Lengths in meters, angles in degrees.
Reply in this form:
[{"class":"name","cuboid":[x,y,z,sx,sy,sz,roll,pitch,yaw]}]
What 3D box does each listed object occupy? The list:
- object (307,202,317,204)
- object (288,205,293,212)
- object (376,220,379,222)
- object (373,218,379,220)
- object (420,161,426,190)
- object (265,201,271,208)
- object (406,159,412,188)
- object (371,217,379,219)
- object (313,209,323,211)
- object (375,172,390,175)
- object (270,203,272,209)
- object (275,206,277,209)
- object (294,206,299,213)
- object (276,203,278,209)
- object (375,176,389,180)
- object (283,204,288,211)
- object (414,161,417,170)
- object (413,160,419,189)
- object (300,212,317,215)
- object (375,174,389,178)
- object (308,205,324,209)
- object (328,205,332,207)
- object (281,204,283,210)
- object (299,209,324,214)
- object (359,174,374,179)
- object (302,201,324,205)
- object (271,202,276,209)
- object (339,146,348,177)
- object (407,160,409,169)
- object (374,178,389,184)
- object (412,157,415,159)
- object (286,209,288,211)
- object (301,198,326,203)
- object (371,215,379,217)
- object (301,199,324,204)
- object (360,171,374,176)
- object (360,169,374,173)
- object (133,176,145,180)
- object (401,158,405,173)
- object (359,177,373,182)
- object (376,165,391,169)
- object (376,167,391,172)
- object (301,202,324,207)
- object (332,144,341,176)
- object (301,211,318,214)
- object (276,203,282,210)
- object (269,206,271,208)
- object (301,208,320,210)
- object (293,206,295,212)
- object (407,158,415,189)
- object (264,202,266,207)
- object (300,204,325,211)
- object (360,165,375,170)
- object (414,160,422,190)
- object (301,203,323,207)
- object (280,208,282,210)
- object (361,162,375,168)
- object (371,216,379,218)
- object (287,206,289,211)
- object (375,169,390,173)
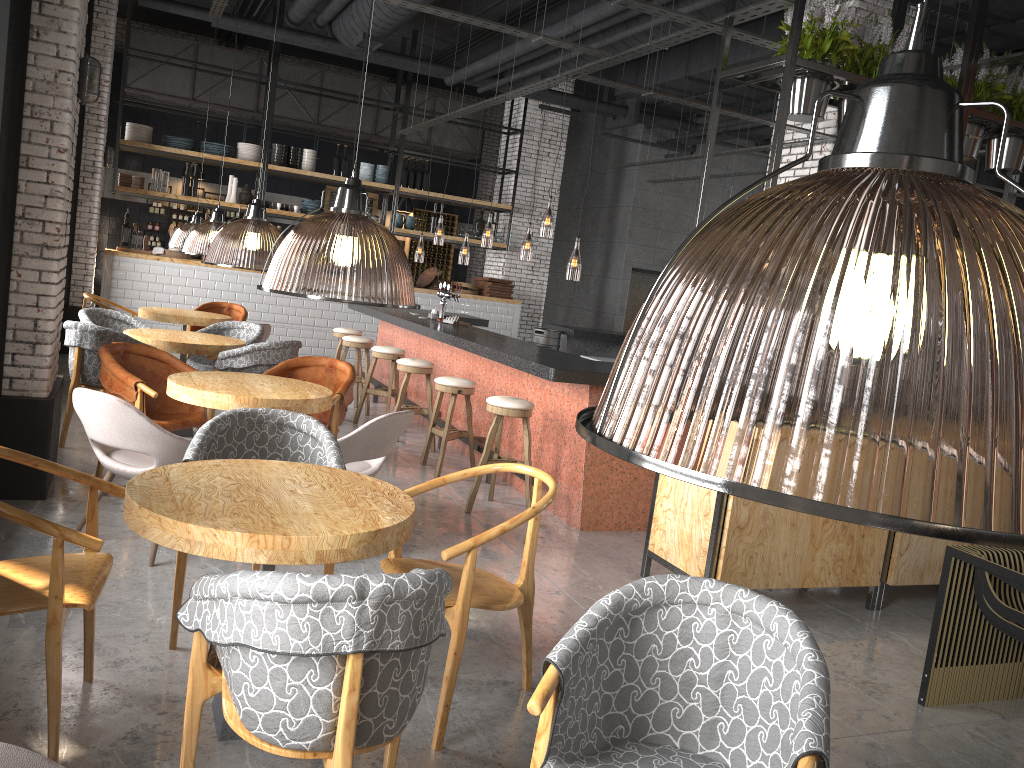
[{"class":"object","cuboid":[-2.896,-2.608,12.883,0.335,0.035,0.334,13,9,40]},{"class":"object","cuboid":[-3.137,-2.486,12.554,0.072,0.097,0.072,6,6,-15]},{"class":"object","cuboid":[-2.124,-2.442,13.246,0.265,0.038,0.266,7,7,-2]},{"class":"object","cuboid":[-2.120,-2.467,13.243,0.263,0.028,0.264,8,7,3]},{"class":"object","cuboid":[-1.354,-3.149,13.484,0.098,0.457,0.098,13,8,43]},{"class":"object","cuboid":[-3.424,-2.509,12.426,0.072,0.097,0.072,7,6,-1]},{"class":"object","cuboid":[-1.554,-3.165,13.395,0.098,0.457,0.098,7,6,-2]},{"class":"object","cuboid":[-2.118,-2.477,13.242,0.264,0.029,0.263,14,9,42]},{"class":"object","cuboid":[-2.909,-2.518,12.892,0.334,0.051,0.335,8,7,6]},{"class":"object","cuboid":[-1.936,-3.104,13.198,0.218,0.092,0.219,9,7,12]},{"class":"object","cuboid":[-3.399,-2.522,12.563,0.072,0.097,0.072,3,7,-38]},{"class":"object","cuboid":[-3.374,-2.535,12.702,0.072,0.097,0.072,3,7,-36]},{"class":"object","cuboid":[-3.065,-2.480,12.586,0.072,0.097,0.072,8,6,8]},{"class":"object","cuboid":[-3.328,-2.516,12.596,0.072,0.097,0.072,5,6,-23]},{"class":"object","cuboid":[-1.936,-3.040,13.207,0.218,0.092,0.219,2,9,-40]},{"class":"object","cuboid":[-3.207,-2.491,12.523,0.072,0.097,0.072,7,6,-4]},{"class":"object","cuboid":[-1.505,-3.179,13.563,0.098,0.457,0.098,13,8,43]},{"class":"object","cuboid":[-1.452,-3.157,13.440,0.098,0.457,0.098,13,8,43]},{"class":"object","cuboid":[-2.915,-2.465,12.897,0.335,0.033,0.335,12,8,35]},{"class":"object","cuboid":[-1.939,-3.072,13.198,0.218,0.092,0.219,3,8,-34]},{"class":"object","cuboid":[-2.901,-2.568,12.887,0.334,0.039,0.335,5,7,-24]},{"class":"object","cuboid":[-2.483,-2.571,13.068,0.452,0.062,0.455,7,7,-9]},{"class":"object","cuboid":[-3.253,-2.510,12.629,0.072,0.097,0.072,8,6,4]},{"class":"object","cuboid":[-2.912,-2.500,12.896,0.373,0.067,0.373,1,9,-43]},{"class":"object","cuboid":[-2.161,-3.057,13.133,0.210,0.069,0.210,12,8,31]},{"class":"object","cuboid":[-2.894,-2.623,12.882,0.334,0.036,0.335,3,8,-35]},{"class":"object","cuboid":[-3.353,-2.503,12.457,0.072,0.097,0.072,7,6,-2]},{"class":"object","cuboid":[-2.446,-3.236,12.929,0.098,0.470,0.098,7,6,-2]},{"class":"object","cuboid":[-1.607,-3.187,13.518,0.098,0.457,0.098,7,6,-2]},{"class":"object","cuboid":[-1.944,-3.007,13.207,0.219,0.084,0.219,12,8,35]},{"class":"object","cuboid":[-1.471,-3.366,13.250,0.046,0.031,0.046,14,9,43]},{"class":"object","cuboid":[-3.229,-2.523,12.767,0.072,0.097,0.072,6,6,-16]},{"class":"object","cuboid":[-2.889,-2.656,12.878,0.373,0.050,0.374,7,7,-2]},{"class":"object","cuboid":[-2.115,-2.506,13.239,0.265,0.037,0.266,4,8,-29]},{"class":"object","cuboid":[-2.891,-2.636,12.882,0.334,0.048,0.335,3,8,-37]},{"class":"object","cuboid":[-2.154,-3.100,13.133,0.210,0.074,0.210,13,9,40]},{"class":"object","cuboid":[-2.151,-3.143,13.122,0.210,0.078,0.210,7,7,-2]},{"class":"object","cuboid":[-5.033,-2.768,11.954,0.157,0.053,0.168,5,7,-19]},{"class":"object","cuboid":[-1.652,-3.173,13.351,0.098,0.457,0.098,7,6,-2]},{"class":"object","cuboid":[-2.166,-3.014,13.138,0.210,0.065,0.210,7,7,-6]},{"class":"object","cuboid":[-1.919,-3.198,13.193,0.218,0.091,0.219,7,7,-7]},{"class":"object","cuboid":[-1.918,-3.166,13.196,0.218,0.096,0.219,2,9,-40]},{"class":"object","cuboid":[-2.897,-2.597,12.886,0.334,0.051,0.335,7,7,-7]},{"class":"object","cuboid":[-2.544,-3.244,12.885,0.098,0.470,0.098,7,6,-2]},{"class":"object","cuboid":[-2.912,-2.478,12.895,0.334,0.046,0.335,2,9,-39]},{"class":"object","cuboid":[-3.282,-2.497,12.489,0.072,0.097,0.072,9,6,16]},{"class":"object","cuboid":[-3.446,-2.541,12.670,0.072,0.097,0.072,8,6,8]},{"class":"object","cuboid":[-2.907,-2.530,12.890,0.334,0.045,0.335,4,8,-28]},{"class":"object","cuboid":[-3.111,-2.499,12.693,0.072,0.097,0.072,5,6,-20]},{"class":"object","cuboid":[-1.501,-3.144,13.272,0.098,0.457,0.098,7,6,-2]},{"class":"object","cuboid":[-3.470,-2.528,12.532,0.072,0.097,0.072,5,7,-25]},{"class":"object","cuboid":[-2.900,-2.551,12.890,0.371,0.071,0.374,6,7,-12]},{"class":"object","cuboid":[-2.142,-3.185,13.118,0.210,0.076,0.210,13,9,40]},{"class":"object","cuboid":[-1.399,-3.135,13.318,0.098,0.457,0.098,13,8,43]},{"class":"object","cuboid":[-2.899,-2.581,12.888,0.335,0.052,0.334,9,7,14]},{"class":"object","cuboid":[-3.300,-2.529,12.735,0.072,0.097,0.072,8,6,5]},{"class":"object","cuboid":[-2.134,-3.227,13.116,0.210,0.074,0.210,5,7,-19]},{"class":"object","cuboid":[-2.115,-2.495,13.241,0.265,0.034,0.266,6,7,-11]},{"class":"object","cuboid":[-3.183,-2.504,12.660,0.072,0.097,0.072,10,7,25]},{"class":"object","cuboid":[-1.931,-3.135,13.196,0.218,0.092,0.219,10,7,16]}]
